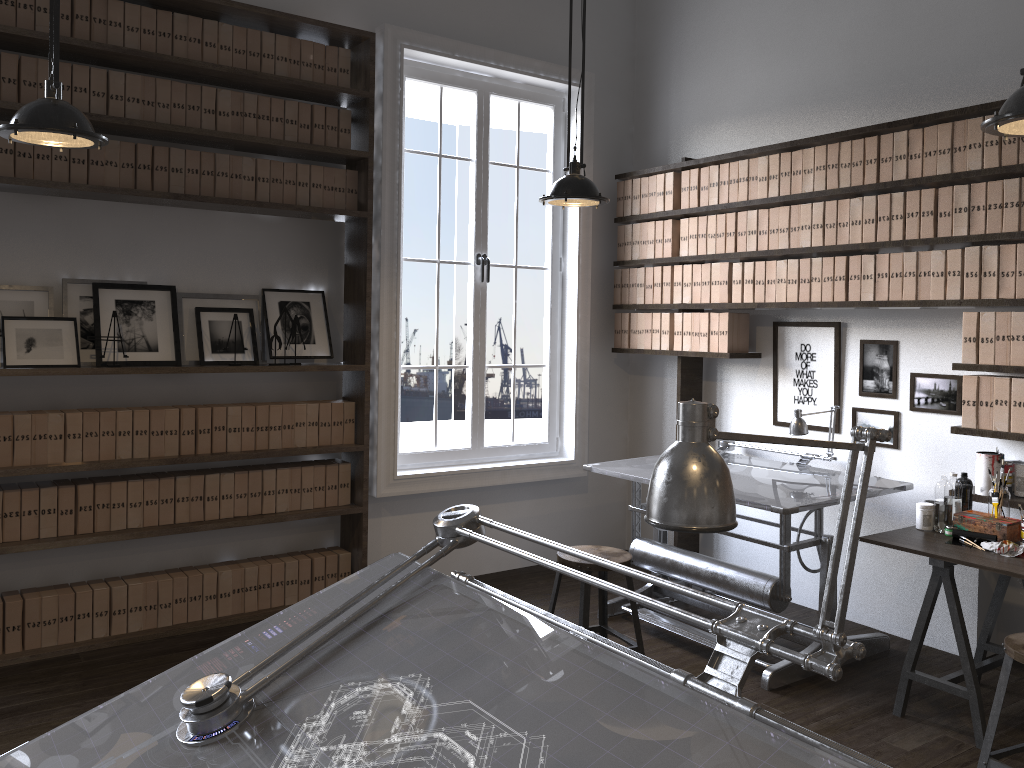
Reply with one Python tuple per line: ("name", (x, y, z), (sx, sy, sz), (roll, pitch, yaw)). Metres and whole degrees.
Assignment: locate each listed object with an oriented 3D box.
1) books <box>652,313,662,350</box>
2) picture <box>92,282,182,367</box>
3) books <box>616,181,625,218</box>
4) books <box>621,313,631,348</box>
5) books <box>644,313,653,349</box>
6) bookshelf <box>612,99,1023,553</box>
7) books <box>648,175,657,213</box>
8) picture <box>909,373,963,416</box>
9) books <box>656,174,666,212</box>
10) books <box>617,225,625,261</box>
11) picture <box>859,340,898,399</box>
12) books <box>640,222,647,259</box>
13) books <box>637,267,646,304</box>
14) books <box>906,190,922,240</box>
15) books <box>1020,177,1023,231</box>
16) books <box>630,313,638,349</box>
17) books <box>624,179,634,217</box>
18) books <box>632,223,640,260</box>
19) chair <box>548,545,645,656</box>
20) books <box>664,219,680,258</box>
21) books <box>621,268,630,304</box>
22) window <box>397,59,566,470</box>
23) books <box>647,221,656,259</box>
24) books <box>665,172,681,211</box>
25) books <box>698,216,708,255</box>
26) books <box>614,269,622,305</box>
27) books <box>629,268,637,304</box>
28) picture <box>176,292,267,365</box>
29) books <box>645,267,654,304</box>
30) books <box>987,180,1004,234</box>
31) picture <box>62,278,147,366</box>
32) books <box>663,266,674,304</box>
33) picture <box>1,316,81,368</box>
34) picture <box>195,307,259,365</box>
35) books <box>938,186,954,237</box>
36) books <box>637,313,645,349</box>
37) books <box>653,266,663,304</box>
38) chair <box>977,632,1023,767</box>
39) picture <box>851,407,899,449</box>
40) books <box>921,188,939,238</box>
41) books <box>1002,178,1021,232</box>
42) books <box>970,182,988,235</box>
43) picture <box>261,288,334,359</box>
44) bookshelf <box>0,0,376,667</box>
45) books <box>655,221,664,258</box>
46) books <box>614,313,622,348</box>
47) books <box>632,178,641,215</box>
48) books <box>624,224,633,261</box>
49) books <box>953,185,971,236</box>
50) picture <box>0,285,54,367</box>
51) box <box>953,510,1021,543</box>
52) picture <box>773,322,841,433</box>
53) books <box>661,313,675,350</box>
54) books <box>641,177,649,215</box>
("books", (0.934, -0.316, 5.351), (0.174, 0.225, 0.067), (0, 2, -35))
("picture", (-1.769, -0.278, 4.182), (0.373, 0.391, 0.149), (-1, 2, -35))
("books", (0.750, -1.165, 5.623), (0.174, 0.225, 0.067), (0, 2, -35))
("books", (0.777, -0.333, 5.577), (0.174, 0.225, 0.067), (0, 2, -35))
("books", (0.892, -0.320, 5.410), (0.174, 0.225, 0.067), (0, 2, -35))
("bookshelf", (3.412, 0.522, 1.972), (0.373, 3.203, 9.192), (0, 3, -35))
("books", (0.918, -1.147, 5.394), (0.174, 0.225, 0.067), (0, 2, -35))
("picture", (1.986, 0.044, 4.147), (0.023, 0.183, 0.251), (0, 3, -35))
("books", (0.955, -1.142, 5.334), (0.174, 0.225, 0.067), (0, 2, -35))
("books", (0.755, -0.887, 5.622), (0.174, 0.225, 0.067), (0, 2, -35))
("picture", (1.817, -0.076, 4.390), (0.022, 0.284, 0.201), (0, 2, -36))
("books", (0.873, -0.874, 5.454), (0.174, 0.225, 0.067), (0, 2, -35))
("books", (0.856, -0.602, 5.468), (0.174, 0.225, 0.067), (0, 2, -35))
("books", (1.873, -0.758, 4.033), (0.174, 0.225, 0.067), (0, 2, -35))
("books", (2.157, -0.727, 3.626), (0.174, 0.225, 0.067), (0, 2, -35))
("books", (0.824, -0.328, 5.519), (0.174, 0.225, 0.067), (0, 2, -35))
("books", (0.791, -1.160, 5.564), (0.174, 0.225, 0.067), (0, 2, -35))
("books", (0.835, -0.878, 5.504), (0.174, 0.225, 0.067), (0, 2, -35))
("chair", (0.342, 0.979, 3.725), (0.358, 0.527, 0.372), (0, 2, -27))
("books", (0.992, -0.861, 5.287), (0.174, 0.225, 0.067), (0, 2, -35))
("books", (0.778, -0.611, 5.587), (0.174, 0.225, 0.067), (0, 2, -35))
("window", (-0.193, -0.660, 5.217), (1.244, 2.308, 0.153), (0, 1, -35))
("books", (0.907, -0.870, 5.397), (0.174, 0.225, 0.067), (0, 2, -35))
("books", (0.998, -1.138, 5.276), (0.174, 0.225, 0.067), (0, 2, -35))
("books", (1.147, -0.838, 5.054), (0.174, 0.225, 0.067), (0, 2, -35))
("books", (0.735, -0.615, 5.638), (0.174, 0.225, 0.067), (0, 2, -35))
("books", (0.819, -0.606, 5.529), (0.174, 0.225, 0.067), (0, 2, -35))
("picture", (-1.460, -0.274, 4.461), (0.434, 0.361, 0.095), (-1, 2, -35))
("books", (0.901, -0.597, 5.413), (0.174, 0.225, 0.067), (0, 2, -35))
("books", (2.081, -0.735, 3.736), (0.174, 0.225, 0.067), (0, 2, -35))
("picture", (-1.902, -0.286, 4.153), (0.369, 0.405, 0.091), (0, 2, -35))
("books", (0.987, -0.588, 5.291), (0.174, 0.225, 0.067), (0, 2, -35))
("picture", (-2.088, -0.184, 3.927), (0.300, 0.229, 0.145), (-1, 2, -35))
("picture", (-1.426, -0.237, 4.435), (0.289, 0.290, 0.127), (-1, 2, -35))
("books", (1.959, -0.749, 3.911), (0.174, 0.225, 0.067), (0, 2, -35))
("books", (0.860, -0.324, 5.464), (0.174, 0.225, 0.067), (0, 2, -35))
("books", (0.940, -0.593, 5.348), (0.174, 0.225, 0.067), (0, 2, -35))
("chair", (1.669, 1.070, 2.690), (0.358, 0.527, 0.372), (0, 2, -27))
("picture", (1.805, 0.217, 4.402), (0.023, 0.183, 0.251), (0, 3, -35))
("books", (1.912, -0.754, 3.969), (0.174, 0.225, 0.067), (0, 2, -35))
("books", (2.115, -0.731, 3.678), (0.174, 0.225, 0.067), (0, 2, -35))
("books", (2.040, -0.740, 3.794), (0.174, 0.225, 0.067), (0, 2, -35))
("picture", (-1.127, -0.316, 4.659), (0.343, 0.364, 0.161), (0, 2, -35))
("bookshelf", (-1.879, 0.030, 4.137), (2.473, 3.720, 0.413), (0, 1, -35))
("books", (0.951, -0.866, 5.345), (0.174, 0.225, 0.067), (0, 2, -35))
("books", (0.738, -0.338, 5.641), (0.174, 0.225, 0.067), (0, 2, -35))
("books", (0.836, -1.156, 5.507), (0.174, 0.225, 0.067), (0, 2, -35))
("books", (0.792, -0.883, 5.563), (0.174, 0.225, 0.067), (0, 2, -35))
("books", (1.996, -0.744, 3.850), (0.174, 0.225, 0.067), (0, 2, -35))
("picture", (-2.251, -0.255, 3.903), (0.415, 0.365, 0.083), (-1, 2, -35))
("box", (1.889, 0.567, 3.517), (0.137, 0.083, 0.212), (-1, 4, -35))
("picture", (1.568, -0.045, 4.726), (0.040, 0.574, 0.415), (0, 2, -35))
("books", (0.978, -0.311, 5.294), (0.174, 0.225, 0.067), (0, 2, -35))
("books", (0.879, -1.151, 5.452), (0.174, 0.225, 0.067), (0, 2, -35))
